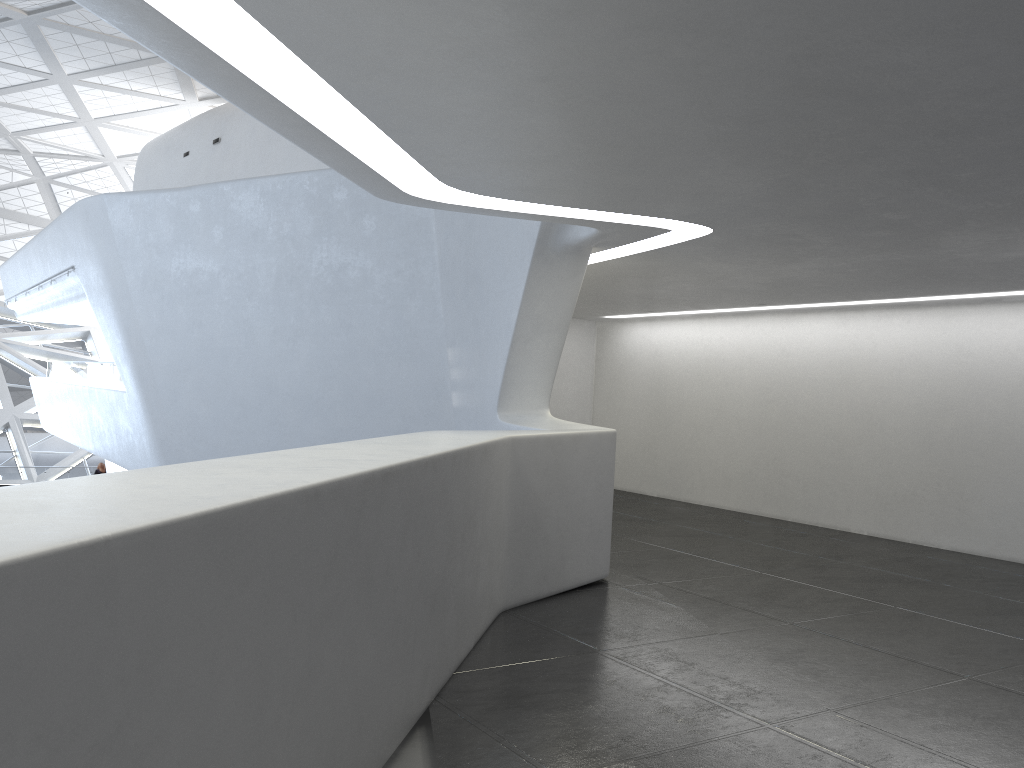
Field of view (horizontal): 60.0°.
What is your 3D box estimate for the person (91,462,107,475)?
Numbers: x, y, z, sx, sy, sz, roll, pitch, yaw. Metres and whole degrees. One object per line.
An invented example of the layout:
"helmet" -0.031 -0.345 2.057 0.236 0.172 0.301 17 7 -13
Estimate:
"person" -16.578 3.933 34.825 0.875 1.706 0.001 3 0 -13
